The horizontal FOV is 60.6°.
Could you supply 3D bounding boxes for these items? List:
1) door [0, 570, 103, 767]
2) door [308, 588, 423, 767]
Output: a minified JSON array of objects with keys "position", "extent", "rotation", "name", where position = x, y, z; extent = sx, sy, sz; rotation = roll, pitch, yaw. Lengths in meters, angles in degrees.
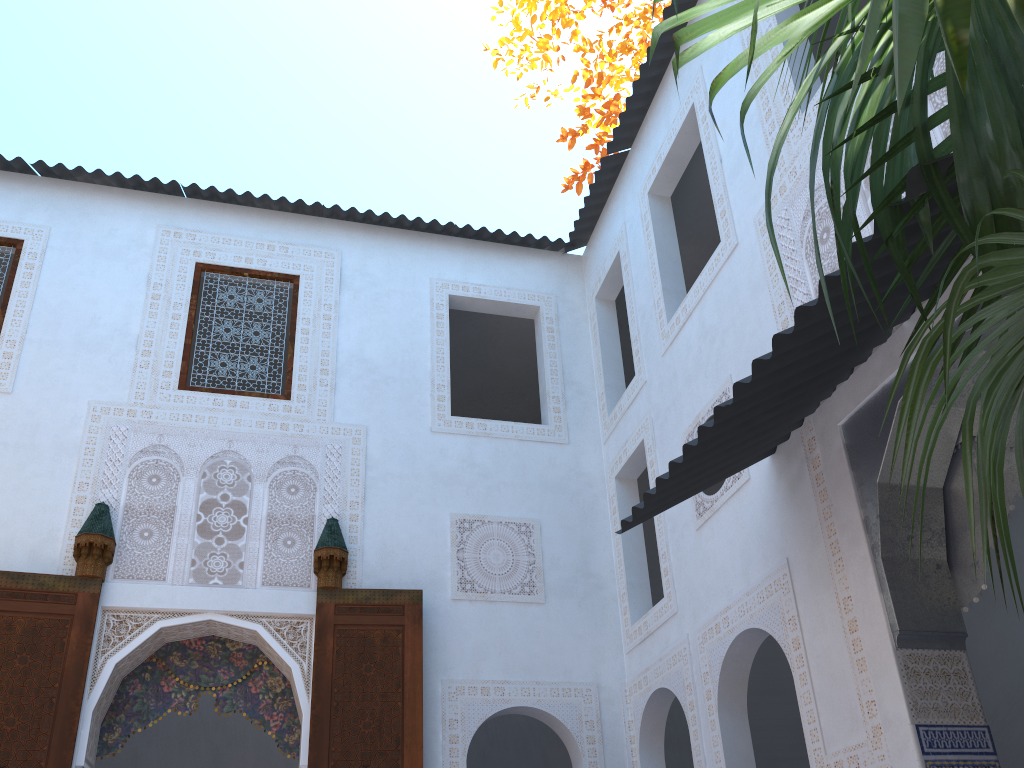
[{"position":[-2.323,2.014,3.893],"extent":[0.586,2.360,0.131],"rotation":[7,-29,-19],"name":"door"},{"position":[-0.727,2.184,4.291],"extent":[0.583,2.360,0.131],"rotation":[2,-28,-10],"name":"door"}]
